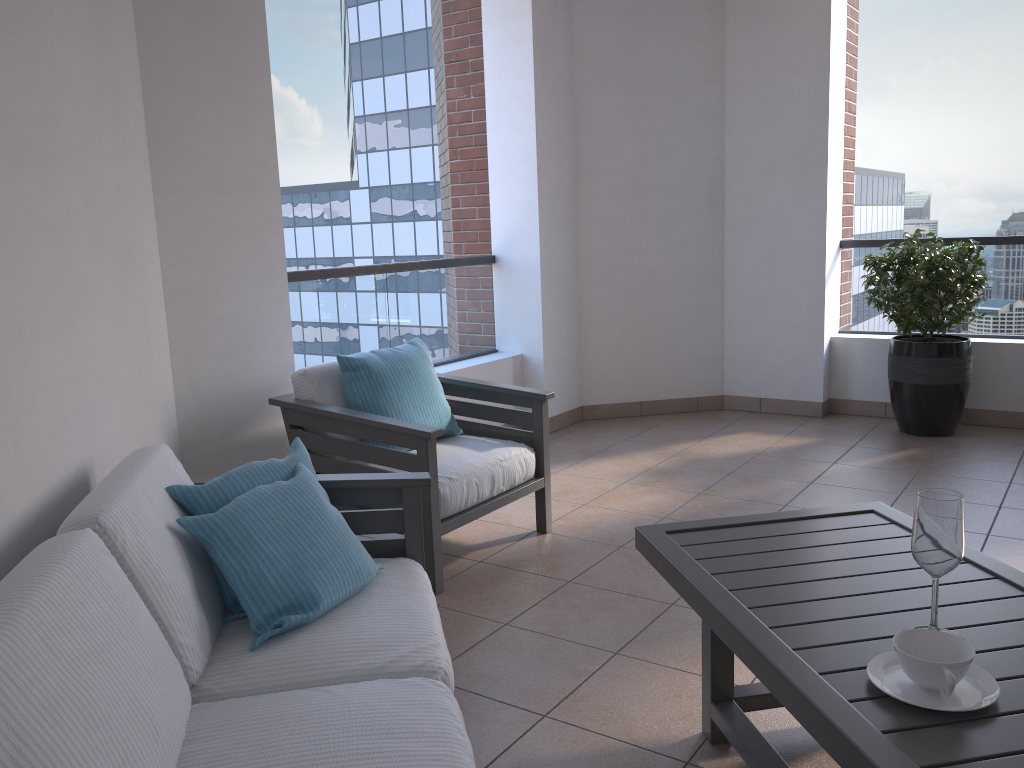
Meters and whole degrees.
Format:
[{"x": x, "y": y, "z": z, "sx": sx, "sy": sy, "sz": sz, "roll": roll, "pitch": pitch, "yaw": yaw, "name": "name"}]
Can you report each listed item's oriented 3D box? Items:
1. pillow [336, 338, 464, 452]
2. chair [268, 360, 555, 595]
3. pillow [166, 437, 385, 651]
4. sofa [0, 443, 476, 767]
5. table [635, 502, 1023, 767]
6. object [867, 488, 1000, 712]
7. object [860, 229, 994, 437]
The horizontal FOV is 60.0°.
[{"x": -0.461, "y": 0.056, "z": 3.583, "sx": 0.316, "sy": 0.426, "sz": 0.510, "roll": 4, "pitch": 12, "yaw": 32, "name": "pillow"}, {"x": -0.373, "y": 0.279, "z": 3.561, "sx": 0.807, "sy": 0.765, "sz": 0.797, "roll": 5, "pitch": 12, "yaw": 34, "name": "chair"}, {"x": -0.534, "y": 0.367, "z": 2.118, "sx": 0.377, "sy": 0.370, "sz": 0.543, "roll": 3, "pitch": 11, "yaw": 29, "name": "pillow"}, {"x": -0.422, "y": 0.658, "z": 1.405, "sx": 0.807, "sy": 0.765, "sz": 2.161, "roll": -4, "pitch": 10, "yaw": -10, "name": "sofa"}, {"x": 0.796, "y": 0.684, "z": 1.826, "sx": 0.710, "sy": 0.473, "sz": 1.260, "roll": -4, "pitch": 10, "yaw": -10, "name": "table"}, {"x": 0.745, "y": 0.360, "z": 1.522, "sx": 0.203, "sy": 0.284, "sz": 0.337, "roll": 6, "pitch": 13, "yaw": 40, "name": "object"}, {"x": 2.375, "y": -0.261, "z": 5.128, "sx": 0.681, "sy": 1.264, "sz": 0.691, "roll": 5, "pitch": 13, "yaw": 38, "name": "object"}]
